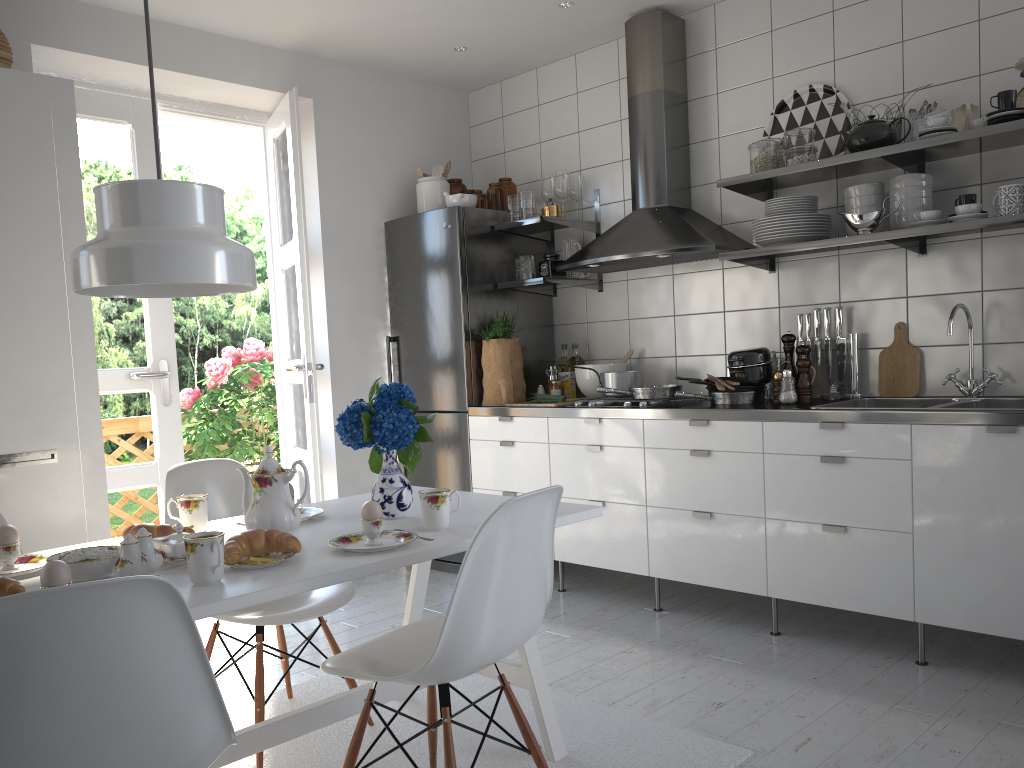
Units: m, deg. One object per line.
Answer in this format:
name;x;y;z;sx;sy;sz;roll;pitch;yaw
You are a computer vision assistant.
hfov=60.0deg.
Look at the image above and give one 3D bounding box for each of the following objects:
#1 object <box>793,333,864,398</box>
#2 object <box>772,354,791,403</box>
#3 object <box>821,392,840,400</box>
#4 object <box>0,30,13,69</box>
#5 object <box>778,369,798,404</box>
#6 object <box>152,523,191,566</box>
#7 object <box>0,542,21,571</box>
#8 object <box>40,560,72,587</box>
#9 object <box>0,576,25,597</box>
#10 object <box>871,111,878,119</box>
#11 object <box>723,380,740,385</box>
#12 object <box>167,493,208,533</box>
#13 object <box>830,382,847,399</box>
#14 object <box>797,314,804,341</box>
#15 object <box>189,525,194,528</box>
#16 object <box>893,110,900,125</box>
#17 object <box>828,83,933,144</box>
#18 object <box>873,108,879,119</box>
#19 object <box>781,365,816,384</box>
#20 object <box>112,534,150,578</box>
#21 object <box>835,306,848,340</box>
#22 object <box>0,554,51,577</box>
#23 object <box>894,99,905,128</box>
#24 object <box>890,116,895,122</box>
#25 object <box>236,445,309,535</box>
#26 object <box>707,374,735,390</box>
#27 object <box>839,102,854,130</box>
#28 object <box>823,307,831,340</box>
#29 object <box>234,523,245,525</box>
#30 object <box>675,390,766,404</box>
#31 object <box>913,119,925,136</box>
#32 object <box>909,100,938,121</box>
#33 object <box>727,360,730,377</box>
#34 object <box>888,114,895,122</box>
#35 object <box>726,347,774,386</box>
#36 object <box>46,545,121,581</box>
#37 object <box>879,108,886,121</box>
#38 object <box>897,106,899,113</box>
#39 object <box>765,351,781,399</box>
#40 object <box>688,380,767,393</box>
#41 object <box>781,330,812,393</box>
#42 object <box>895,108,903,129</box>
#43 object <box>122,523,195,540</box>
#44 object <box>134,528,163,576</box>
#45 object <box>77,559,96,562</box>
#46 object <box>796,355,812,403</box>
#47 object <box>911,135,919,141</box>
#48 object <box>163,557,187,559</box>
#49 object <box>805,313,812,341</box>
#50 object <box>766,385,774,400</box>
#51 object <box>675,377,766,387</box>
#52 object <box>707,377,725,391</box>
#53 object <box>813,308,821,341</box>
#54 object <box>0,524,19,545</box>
object;1.276;-0.070;3.631;0.322;0.261;0.066;0;5;45
object;1.059;-0.022;3.473;0.080;0.193;0.058;0;5;34
object;1.261;0.047;3.508;0.072;0.031;0.070;-1;3;45
object;-1.768;-1.225;2.896;0.229;0.453;0.091;-6;5;-44
object;1.061;0.008;3.410;0.069;0.135;0.069;-1;4;25
object;-0.729;0.345;1.947;0.186;0.084;0.140;-1;3;45
object;-1.088;0.372;1.914;0.048;0.057;0.048;-3;3;-5
object;-0.778;0.331;1.511;0.048;0.063;0.048;-6;4;-41
object;-0.970;0.374;1.577;0.124;0.058;0.160;-2;2;10
object;1.391;-0.942;3.389;0.028;0.221;0.100;-2;4;16
object;0.874;0.000;3.583;0.065;0.021;0.335;-3;2;8
object;-0.822;0.334;2.270;0.078;0.096;0.090;0;4;43
object;1.311;0.025;3.549;0.029;0.068;0.069;-6;4;-40
object;1.201;-0.235;3.686;0.027;0.114;0.019;0;5;40
object;-0.822;0.369;2.139;0.070;0.036;0.109;-3;2;3
object;1.399;-0.919;3.295;0.090;0.181;0.023;-2;4;18
object;1.379;-0.966;3.335;0.378;0.280;0.197;-1;4;27
object;1.399;-0.949;3.407;0.029;0.233;0.062;0;5;33
object;1.162;-0.009;3.618;0.115;0.145;0.127;-3;3;-6
object;-0.744;0.344;1.730;0.069;0.102;0.065;0;5;45
object;1.323;-0.245;3.562;0.022;0.132;0.046;-6;5;-41
object;-1.087;0.398;1.916;0.201;0.016;0.200;-3;2;0
object;1.429;-0.945;3.323;0.086;0.227;0.027;-1;4;28
object;1.402;-0.925;3.349;0.153;0.188;0.029;-5;4;-31
object;-0.563;0.259;2.090;0.140;0.231;0.149;-5;4;-27
object;0.838;-0.009;3.568;0.059;0.061;0.333;-3;2;3
object;1.295;-0.949;3.357;0.021;0.250;0.113;-6;5;-40
object;1.283;-0.245;3.602;0.022;0.132;0.033;-6;5;-41
object;-0.687;0.367;2.322;0.032;0.011;0.140;-5;3;-42
object;0.867;0.048;3.654;0.351;0.061;0.231;-2;2;23
object;1.500;-0.894;3.221;0.084;0.130;0.083;-1;4;23
object;1.501;-0.937;3.231;0.104;0.204;0.077;0;5;43
object;0.991;-0.036;3.853;0.101;0.202;0.080;0;5;35
object;1.409;-0.923;3.328;0.081;0.187;0.023;-6;5;-36
object;0.965;-0.068;3.595;0.190;0.159;0.197;-3;3;6
object;-0.868;0.369;1.823;0.158;0.058;0.158;-1;3;35
object;1.418;-0.947;3.380;0.025;0.228;0.085;-2;4;14
object;1.440;-0.941;3.342;0.068;0.218;0.020;-4;4;-19
object;1.101;-0.040;3.811;0.081;0.202;0.100;-5;4;-25
object;0.865;0.014;3.621;0.347;0.082;0.243;-3;2;-4
object;1.128;-0.072;3.515;0.060;0.283;0.123;-6;5;-40
object;1.423;-0.925;3.302;0.062;0.190;0.023;-1;4;26
object;-0.845;0.351;2.092;0.161;0.058;0.123;-2;2;10
object;-0.746;0.342;1.797;0.069;0.102;0.065;0;5;45
object;-0.833;0.351;1.776;0.031;0.032;0.138;-3;2;-1
object;1.131;-0.020;3.431;0.058;0.185;0.058;-4;4;-17
object;1.446;-0.846;3.112;0.079;0.048;0.082;-2;3;20
object;-0.726;0.368;1.877;0.180;0.001;0.022;-2;2;19
object;1.226;-0.235;3.661;0.027;0.114;0.019;0;5;40
object;1.101;0.030;3.710;0.066;0.068;0.052;-3;3;5
object;0.873;0.000;3.611;0.355;0.081;0.246;-4;3;-37
object;0.823;-0.002;3.569;0.064;0.044;0.334;-2;2;11
object;1.253;-0.244;3.632;0.022;0.132;0.033;-6;5;-41
object;-1.090;0.334;1.911;0.048;0.063;0.048;-6;4;-41
